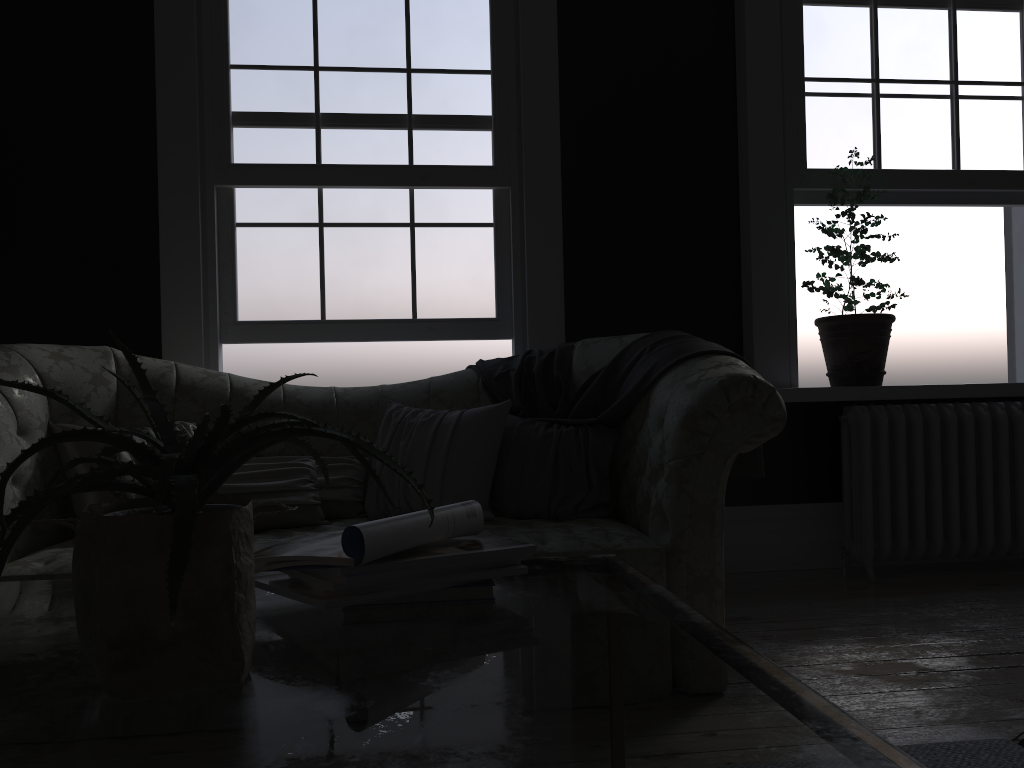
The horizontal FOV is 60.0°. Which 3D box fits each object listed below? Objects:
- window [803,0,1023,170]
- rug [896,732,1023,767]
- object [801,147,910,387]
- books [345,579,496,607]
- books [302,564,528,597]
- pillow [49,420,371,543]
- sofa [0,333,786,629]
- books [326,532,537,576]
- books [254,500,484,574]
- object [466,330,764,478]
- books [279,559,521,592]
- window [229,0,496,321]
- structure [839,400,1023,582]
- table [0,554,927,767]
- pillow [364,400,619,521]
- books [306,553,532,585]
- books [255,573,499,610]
[{"bbox_3d":[2.050,-1.500,4.526,1.263,1.017,0.056,-1,0,-7],"label":"window"},{"bbox_3d":[-0.366,0.875,0.973,3.644,0.050,2.106,-1,-1,-6],"label":"rug"},{"bbox_3d":[1.665,-0.554,4.323,0.474,1.134,0.505,-2,0,33],"label":"object"},{"bbox_3d":[-0.149,0.321,1.416,0.231,0.023,0.162,-1,-1,-6],"label":"books"},{"bbox_3d":[-0.173,0.294,1.417,0.318,0.011,0.252,-1,-1,-25],"label":"books"},{"bbox_3d":[-1.069,0.321,3.179,1.105,0.416,0.529,-1,-1,-7],"label":"pillow"},{"bbox_3d":[-0.597,0.401,3.307,2.813,1.160,1.606,-1,-1,-6],"label":"sofa"},{"bbox_3d":[-0.162,0.262,1.408,0.318,0.011,0.252,-1,-2,-30],"label":"books"},{"bbox_3d":[-0.241,0.250,1.390,0.273,0.109,0.322,-2,-1,28],"label":"books"},{"bbox_3d":[0.338,0.096,3.528,1.367,0.585,0.517,-2,-1,42],"label":"object"},{"bbox_3d":[-0.189,0.284,1.413,0.318,0.011,0.252,0,-2,-35],"label":"books"},{"bbox_3d":[-0.694,-1.113,4.183,1.263,1.671,0.056,-1,0,-7],"label":"window"},{"bbox_3d":[2.133,0.513,4.309,1.141,0.848,0.276,-1,0,-7],"label":"structure"},{"bbox_3d":[-0.438,0.614,1.118,1.449,0.558,1.093,-1,-1,-7],"label":"table"},{"bbox_3d":[-0.080,0.279,3.324,0.964,0.461,0.405,-1,-1,0],"label":"pillow"},{"bbox_3d":[-0.171,0.273,1.409,0.318,0.011,0.252,0,-2,-35],"label":"books"},{"bbox_3d":[-0.214,0.306,1.402,0.318,0.011,0.252,0,-2,-40],"label":"books"}]
